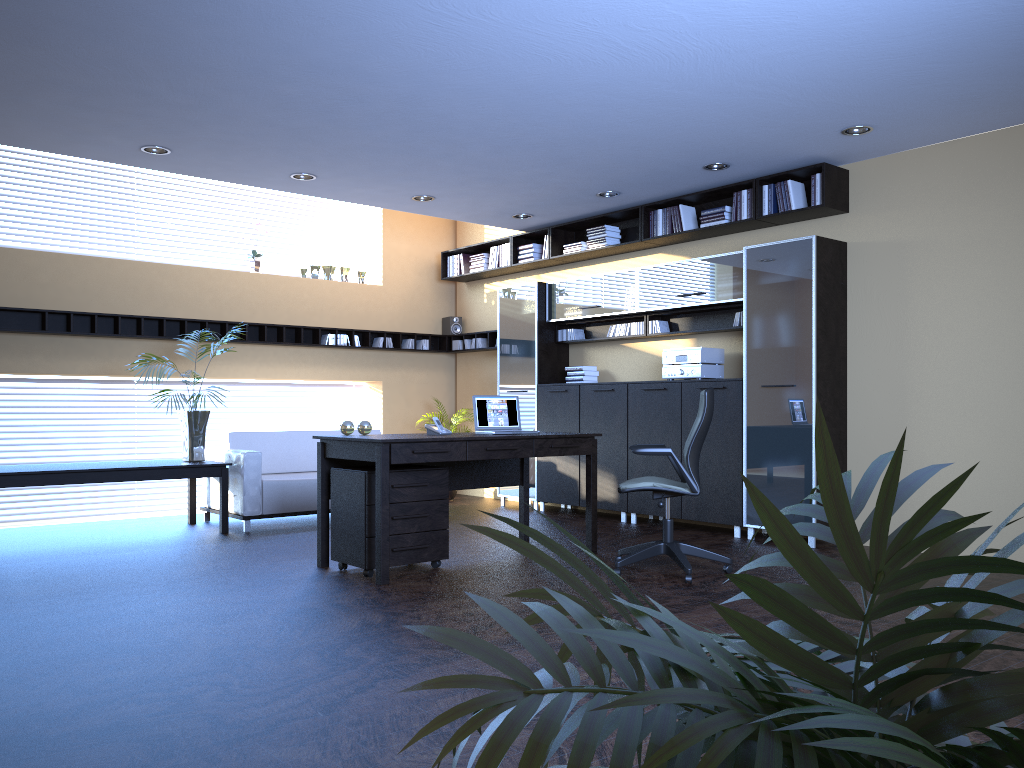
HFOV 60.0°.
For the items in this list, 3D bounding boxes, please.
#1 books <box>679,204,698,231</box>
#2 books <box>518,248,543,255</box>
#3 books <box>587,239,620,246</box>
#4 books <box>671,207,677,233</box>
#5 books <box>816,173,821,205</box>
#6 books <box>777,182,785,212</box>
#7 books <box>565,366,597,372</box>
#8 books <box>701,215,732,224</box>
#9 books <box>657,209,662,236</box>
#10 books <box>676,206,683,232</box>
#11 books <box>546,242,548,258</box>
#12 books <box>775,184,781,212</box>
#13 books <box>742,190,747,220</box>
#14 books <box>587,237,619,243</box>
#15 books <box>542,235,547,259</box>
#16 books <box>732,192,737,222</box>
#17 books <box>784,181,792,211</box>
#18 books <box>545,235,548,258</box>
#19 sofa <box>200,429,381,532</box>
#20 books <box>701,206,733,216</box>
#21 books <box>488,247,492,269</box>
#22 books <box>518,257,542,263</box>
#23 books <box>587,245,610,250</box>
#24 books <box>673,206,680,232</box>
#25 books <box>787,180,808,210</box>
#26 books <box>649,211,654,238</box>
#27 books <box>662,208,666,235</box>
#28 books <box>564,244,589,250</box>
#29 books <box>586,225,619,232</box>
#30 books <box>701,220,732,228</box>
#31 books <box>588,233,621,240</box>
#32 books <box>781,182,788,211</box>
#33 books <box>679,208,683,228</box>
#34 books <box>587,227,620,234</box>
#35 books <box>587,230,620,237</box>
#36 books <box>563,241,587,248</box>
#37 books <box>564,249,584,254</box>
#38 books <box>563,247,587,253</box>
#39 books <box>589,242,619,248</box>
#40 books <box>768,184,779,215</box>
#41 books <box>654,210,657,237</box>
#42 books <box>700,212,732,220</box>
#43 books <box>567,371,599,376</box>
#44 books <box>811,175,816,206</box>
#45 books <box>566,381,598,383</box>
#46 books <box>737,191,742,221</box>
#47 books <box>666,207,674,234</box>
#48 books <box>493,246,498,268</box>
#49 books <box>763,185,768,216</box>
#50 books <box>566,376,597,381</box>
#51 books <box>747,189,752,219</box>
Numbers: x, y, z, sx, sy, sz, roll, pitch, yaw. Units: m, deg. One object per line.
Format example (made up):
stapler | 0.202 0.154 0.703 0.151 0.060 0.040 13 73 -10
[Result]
books | 1.605 -1.488 8.035 0.207 0.258 0.072 1 0 -40
books | 0.232 -1.441 9.715 0.207 0.050 0.258 1 -2 -40
books | 0.919 -1.408 8.886 0.207 0.028 0.258 1 -2 -40
books | 1.546 -1.485 8.128 0.207 0.259 0.075 0 0 -39
books | 2.469 -1.515 7.001 0.207 0.258 0.036 0 0 -39
books | 2.254 -1.508 7.254 0.207 0.259 0.075 0 0 -40
books | 0.709 -0.156 9.139 0.207 0.050 0.258 1 -2 -40
books | 1.828 -1.432 7.786 0.207 0.031 0.258 1 -2 -39
books | 1.437 -1.482 8.256 0.207 0.258 0.050 0 0 -39
books | 1.583 -1.485 8.075 0.207 0.258 0.072 0 0 -39
books | 0.453 -1.451 9.433 0.207 0.259 0.075 1 0 -40
books | 2.250 -1.507 7.292 0.207 0.259 0.075 0 0 -39
books | 2.029 -1.501 7.530 0.207 0.258 0.050 0 0 -40
books | 0.916 -1.436 8.911 0.207 0.028 0.258 1 -2 -40
books | 0.420 -1.449 9.488 0.207 0.259 0.075 0 0 -40
books | 1.966 -1.498 7.615 0.207 0.260 0.055 0 0 -39
books | 2.295 -1.510 7.206 0.207 0.259 0.075 0 0 -40
books | 0.443 -1.450 9.466 0.207 0.259 0.075 0 0 -40
sofa | -1.854 0.888 8.701 2.057 0.848 1.014 1 -1 -40
books | 1.828 -1.504 7.774 0.207 0.050 0.258 1 -2 -40
books | -0.174 -1.431 10.201 0.207 0.259 0.075 0 0 -40
books | 0.228 -1.338 9.713 0.207 0.050 0.258 1 -2 -40
books | 0.912 -1.352 8.883 0.207 0.028 0.258 1 -2 -40
books | 1.566 -1.486 8.103 0.207 0.259 0.075 0 0 -40
books | 2.314 -1.510 7.180 0.207 0.259 0.075 0 0 -40
books | 1.375 -1.480 8.340 0.207 0.258 0.050 0 0 -39
books | 1.475 -1.483 8.220 0.207 0.258 0.050 0 0 -40
books | 0.704 -1.402 9.136 0.207 0.028 0.258 1 -2 -40
books | 0.908 -1.552 8.891 0.207 0.028 0.258 1 -2 -40
books | 1.827 -1.389 7.799 0.207 0.050 0.258 1 -2 -40
books | 0.929 -1.466 8.883 0.207 0.028 0.258 1 -2 -40
books | 2.278 -1.509 7.233 0.207 0.259 0.075 0 0 -39
books | 1.610 -1.487 8.069 0.207 0.258 0.072 0 0 -39
books | 0.919 -1.524 8.873 0.207 0.028 0.258 1 -2 -40
books | 0.914 -1.495 8.884 0.207 0.028 0.258 1 -2 -40
books | 0.695 -1.430 9.157 0.207 0.028 0.258 1 -2 -40
books | 0.696 -1.345 9.132 0.207 0.028 0.258 1 -2 -39
books | 0.691 -1.373 9.142 0.207 0.028 0.258 1 -2 -39
books | 0.933 -1.381 8.872 0.207 0.028 0.258 1 -2 -39
books | 2.193 -1.506 7.328 0.207 0.258 0.050 0 0 -40
books | 1.408 -1.481 8.300 0.207 0.258 0.050 0 0 -39
books | 1.820 -1.463 7.795 0.207 0.031 0.258 1 -2 -40
books | 0.731 -0.105 9.130 0.207 0.050 0.258 1 -2 -39
books | 2.449 -1.514 7.043 0.207 0.258 0.050 1 0 -40
books | 0.719 -0.003 9.122 0.207 0.050 0.258 1 -2 -39
books | 2.003 -1.500 7.576 0.207 0.258 0.050 0 0 -39
books | 1.507 -1.484 8.179 0.207 0.258 0.050 0 0 -39
books | -0.118 -1.433 10.123 0.207 0.259 0.075 0 0 -40
books | 2.159 -1.505 7.368 0.207 0.258 0.050 0 0 -40
books | 0.716 -0.054 9.133 0.207 0.050 0.258 1 -2 -39
books | 2.063 -1.502 7.490 0.207 0.258 0.050 0 0 -40
